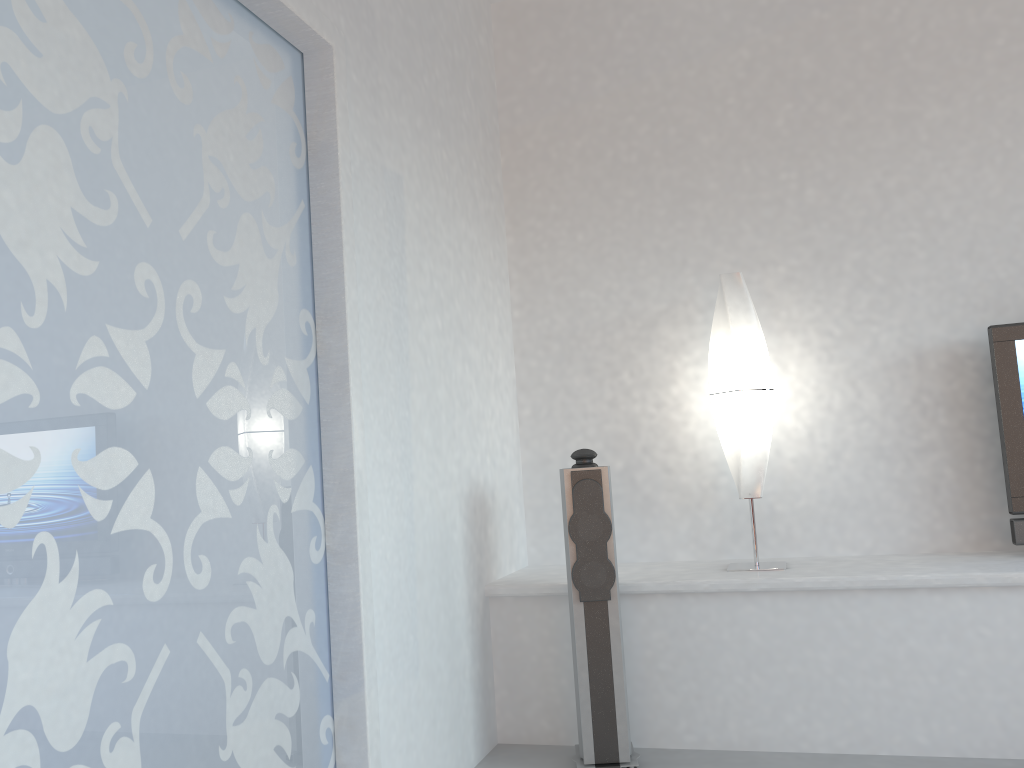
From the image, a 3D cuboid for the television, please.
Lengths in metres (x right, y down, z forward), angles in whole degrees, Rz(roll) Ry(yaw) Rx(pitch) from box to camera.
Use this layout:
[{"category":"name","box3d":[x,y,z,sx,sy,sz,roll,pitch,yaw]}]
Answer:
[{"category":"television","box3d":[2.599,0.163,3.336,1.356,0.919,0.343,-5,-5,17]}]

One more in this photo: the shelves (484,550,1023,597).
[{"category":"shelves","box3d":[2.602,0.636,3.180,5.500,0.050,0.650,-5,-5,17]}]

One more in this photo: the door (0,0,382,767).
[{"category":"door","box3d":[-0.804,0.100,2.001,0.240,2.550,1.600,-5,-5,17]}]

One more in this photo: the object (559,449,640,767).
[{"category":"object","box3d":[0.313,0.838,3.370,0.255,1.184,0.273,-4,-5,2]}]

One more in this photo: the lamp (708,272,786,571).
[{"category":"lamp","box3d":[0.982,0.147,3.757,0.263,1.239,0.263,-5,-5,9]}]
